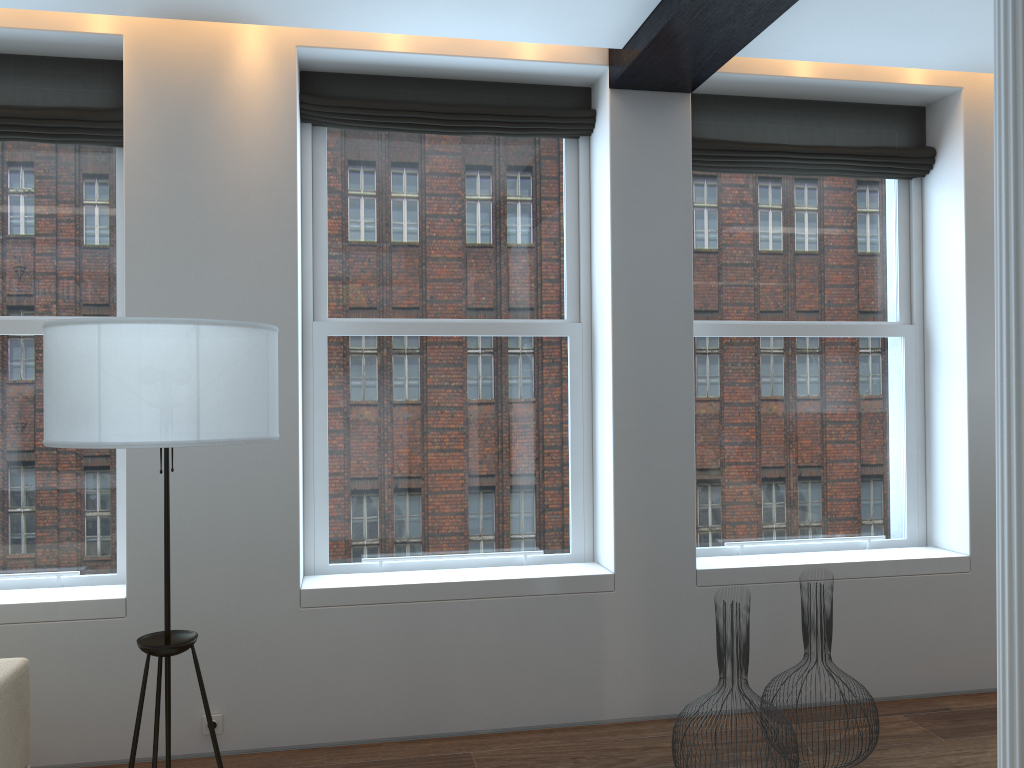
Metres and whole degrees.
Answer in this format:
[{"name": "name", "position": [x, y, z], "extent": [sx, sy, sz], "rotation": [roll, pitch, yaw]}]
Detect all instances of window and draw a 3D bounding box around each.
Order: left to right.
[{"name": "window", "position": [-2.324, -0.232, 3.869], "extent": [1.345, 2.400, 0.123], "rotation": [0, -1, -11]}, {"name": "window", "position": [-0.293, -0.247, 4.258], "extent": [1.391, 2.400, 0.123], "rotation": [0, -1, -11]}, {"name": "window", "position": [1.486, -0.261, 4.599], "extent": [1.432, 2.400, 0.123], "rotation": [0, -1, -11]}]

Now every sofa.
[{"name": "sofa", "position": [-2.869, 1.085, 2.411], "extent": [2.581, 0.950, 1.018], "rotation": [0, -1, -11]}]

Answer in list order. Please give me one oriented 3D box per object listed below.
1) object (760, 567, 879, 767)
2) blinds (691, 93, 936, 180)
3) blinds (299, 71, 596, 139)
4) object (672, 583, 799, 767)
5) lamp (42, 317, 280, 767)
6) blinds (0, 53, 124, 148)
[{"name": "object", "position": [1.241, 1.142, 3.601], "extent": [0.458, 0.781, 0.458], "rotation": [0, -1, -12]}, {"name": "blinds", "position": [1.491, -1.276, 4.533], "extent": [1.431, 0.395, 0.183], "rotation": [0, -1, -11]}, {"name": "blinds", "position": [-0.292, -1.322, 4.208], "extent": [1.396, 0.275, 0.156], "rotation": [0, -1, -11]}, {"name": "object", "position": [0.824, 1.143, 3.300], "extent": [0.458, 0.781, 0.458], "rotation": [0, -1, -12]}, {"name": "lamp", "position": [-1.100, 0.679, 2.831], "extent": [0.698, 1.728, 0.698], "rotation": [-1, -1, 13]}, {"name": "blinds", "position": [-2.323, -1.247, 3.818], "extent": [1.342, 0.393, 0.156], "rotation": [0, -1, -11]}]
